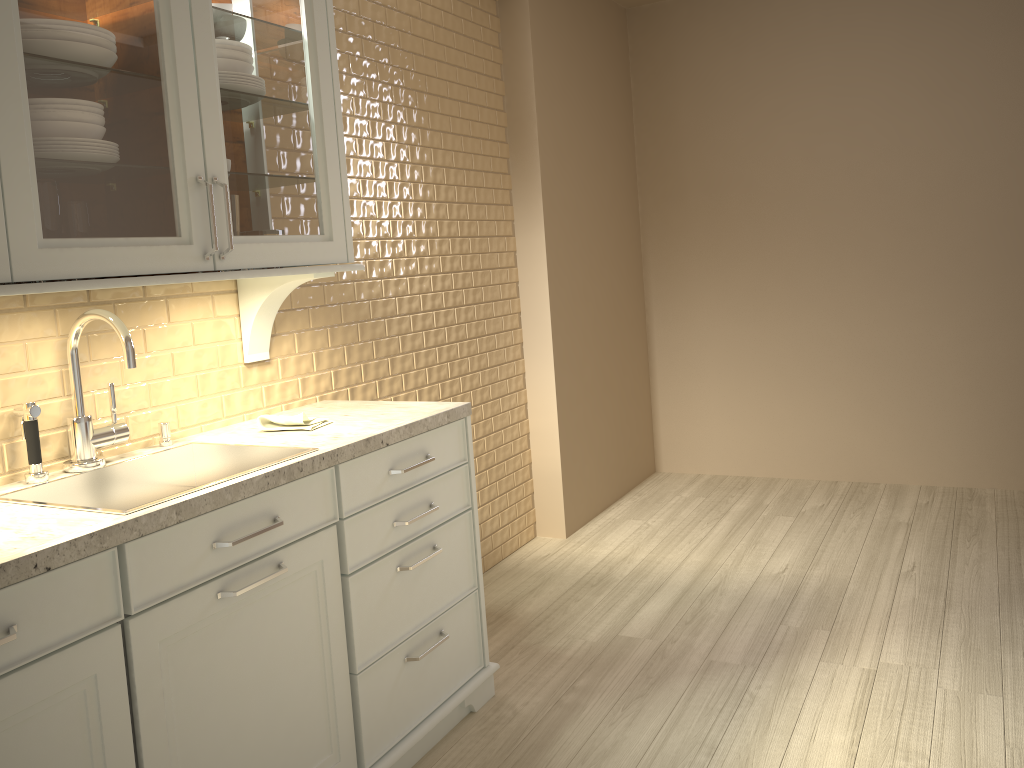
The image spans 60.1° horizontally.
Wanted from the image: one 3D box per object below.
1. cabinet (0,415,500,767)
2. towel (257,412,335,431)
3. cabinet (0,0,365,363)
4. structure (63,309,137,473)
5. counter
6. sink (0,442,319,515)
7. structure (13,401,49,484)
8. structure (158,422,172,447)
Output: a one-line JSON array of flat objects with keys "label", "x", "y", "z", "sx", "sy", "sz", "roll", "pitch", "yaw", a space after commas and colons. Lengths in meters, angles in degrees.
[{"label": "cabinet", "x": -0.855, "y": 0.635, "z": 1.597, "sx": 0.637, "sy": 0.789, "sz": 2.236, "roll": -1, "pitch": 8, "yaw": 28}, {"label": "towel", "x": -0.535, "y": 0.086, "z": 2.209, "sx": 0.171, "sy": 0.050, "sz": 0.165, "roll": -2, "pitch": 8, "yaw": 14}, {"label": "cabinet", "x": -0.956, "y": -0.480, "z": 1.502, "sx": 0.410, "sy": 1.106, "sz": 1.943, "roll": -2, "pitch": 7, "yaw": 28}, {"label": "structure", "x": -0.843, "y": 0.011, "z": 1.837, "sx": 0.211, "sy": 0.335, "sz": 0.142, "roll": 0, "pitch": 6, "yaw": 38}, {"label": "counter", "x": -0.853, "y": 0.238, "z": 1.542, "sx": 0.522, "sy": 0.035, "sz": 2.215, "roll": 0, "pitch": 9, "yaw": 28}, {"label": "sink", "x": -0.676, "y": 0.380, "z": 1.772, "sx": 0.379, "sy": 0.413, "sz": 0.488, "roll": -1, "pitch": 7, "yaw": 28}, {"label": "structure", "x": -0.962, "y": 0.117, "z": 1.769, "sx": 0.056, "sy": 0.161, "sz": 0.043, "roll": -2, "pitch": 5, "yaw": 28}, {"label": "structure", "x": -0.811, "y": 0.118, "z": 2.067, "sx": 0.029, "sy": 0.056, "sz": 0.029, "roll": -5, "pitch": 5, "yaw": -7}]
